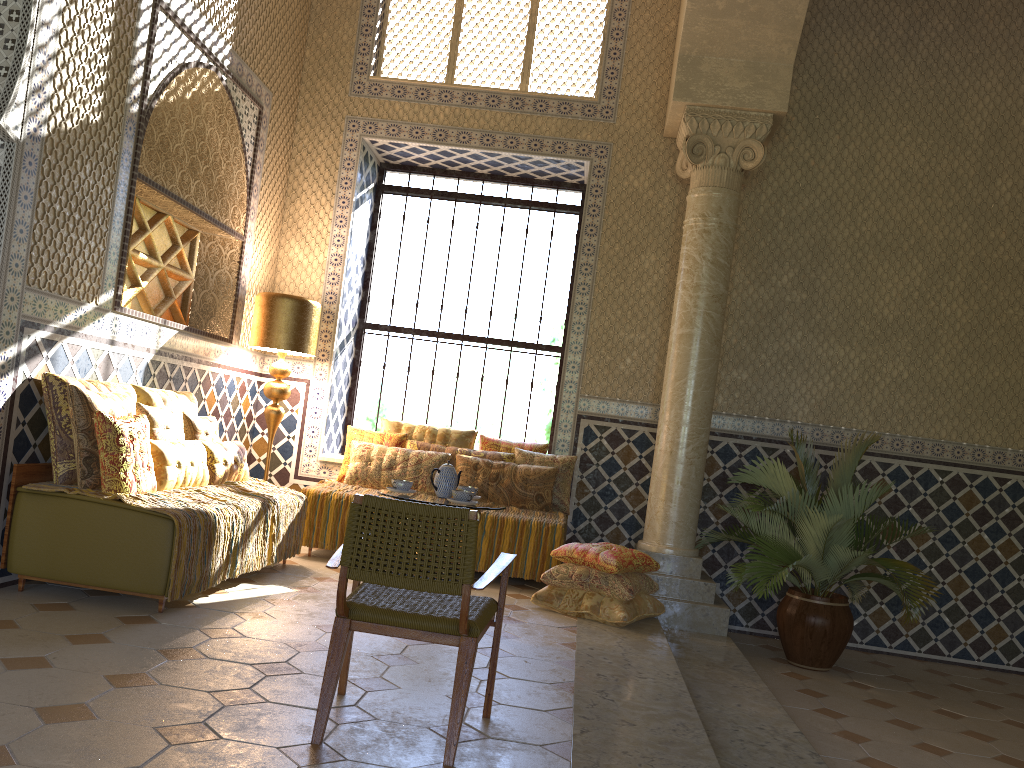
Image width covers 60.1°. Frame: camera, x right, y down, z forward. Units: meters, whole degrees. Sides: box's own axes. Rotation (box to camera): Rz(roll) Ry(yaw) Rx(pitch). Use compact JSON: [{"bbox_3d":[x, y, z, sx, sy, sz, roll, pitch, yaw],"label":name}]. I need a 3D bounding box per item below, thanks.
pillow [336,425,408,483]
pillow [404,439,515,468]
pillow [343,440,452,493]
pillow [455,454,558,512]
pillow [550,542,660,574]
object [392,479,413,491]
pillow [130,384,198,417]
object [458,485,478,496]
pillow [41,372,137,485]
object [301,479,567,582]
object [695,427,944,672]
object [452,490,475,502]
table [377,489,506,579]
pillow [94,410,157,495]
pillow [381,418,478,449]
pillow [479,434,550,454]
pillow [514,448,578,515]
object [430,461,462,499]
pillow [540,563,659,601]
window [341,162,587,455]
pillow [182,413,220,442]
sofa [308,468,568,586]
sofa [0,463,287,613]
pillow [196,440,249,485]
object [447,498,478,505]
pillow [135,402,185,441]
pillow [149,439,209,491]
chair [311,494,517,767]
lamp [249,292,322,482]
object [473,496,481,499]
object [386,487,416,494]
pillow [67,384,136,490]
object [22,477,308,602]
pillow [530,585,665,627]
[{"bbox_3d":[-1.640,0.871,10.373,0.740,0.693,0.341,7,-1,5],"label":"pillow"},{"bbox_3d":[-0.649,1.026,10.268,1.340,0.615,0.371,7,-1,5],"label":"pillow"},{"bbox_3d":[-1.313,0.985,10.104,1.191,0.546,0.329,7,-1,5],"label":"pillow"},{"bbox_3d":[-0.103,1.139,10.002,1.191,0.546,0.329,7,-1,5],"label":"pillow"},{"bbox_3d":[0.904,1.693,8.540,0.801,0.310,0.751,5,-4,39],"label":"pillow"},{"bbox_3d":[-0.936,0.870,7.519,0.184,0.100,0.183,8,-3,-14],"label":"object"},{"bbox_3d":[-3.207,0.463,8.272,0.422,0.831,1.195,7,-2,5],"label":"pillow"},{"bbox_3d":[-0.395,0.959,7.827,0.184,0.100,0.183,8,-3,-6],"label":"object"},{"bbox_3d":[-3.306,0.380,7.080,0.422,0.831,1.195,7,-2,5],"label":"pillow"},{"bbox_3d":[-0.855,1.604,9.968,2.884,0.717,1.317,7,-3,5],"label":"object"},{"bbox_3d":[3.317,1.682,9.097,2.644,2.501,2.164,8,-2,-8],"label":"object"},{"bbox_3d":[-0.399,0.921,7.190,0.183,0.100,0.184,7,-3,1],"label":"object"},{"bbox_3d":[-0.655,1.452,7.487,1.097,0.980,1.105,6,-2,35],"label":"table"},{"bbox_3d":[-2.897,0.548,6.676,0.344,0.651,0.686,7,-2,5],"label":"pillow"},{"bbox_3d":[-1.057,0.881,10.544,1.191,0.832,0.423,7,-1,5],"label":"pillow"},{"bbox_3d":[-0.033,1.044,10.515,0.855,0.800,0.394,7,-1,5],"label":"pillow"},{"bbox_3d":[0.344,1.123,10.205,0.740,0.693,0.341,7,-1,5],"label":"pillow"},{"bbox_3d":[-0.563,0.811,7.528,0.273,0.323,0.199,8,-1,-6],"label":"object"},{"bbox_3d":[0.861,1.898,8.549,0.929,0.347,0.884,6,-3,25],"label":"pillow"},{"bbox_3d":[-3.446,-1.179,11.639,8.482,3.989,0.574,7,0,1],"label":"window"},{"bbox_3d":[-2.936,0.612,8.375,0.313,0.637,0.683,7,-2,6],"label":"pillow"},{"bbox_3d":[-0.812,1.622,10.027,2.847,0.937,1.276,7,-2,5],"label":"sofa"},{"bbox_3d":[-2.865,1.211,7.653,1.272,0.936,2.856,7,-3,5],"label":"sofa"},{"bbox_3d":[-2.744,0.767,8.404,0.271,0.450,0.984,7,-3,5],"label":"pillow"},{"bbox_3d":[-0.405,0.959,7.190,0.255,0.032,0.256,7,-3,1],"label":"object"},{"bbox_3d":[-2.999,0.527,7.575,0.340,0.693,0.742,7,-2,6],"label":"pillow"},{"bbox_3d":[-2.821,0.702,7.471,0.271,0.450,0.984,7,-3,5],"label":"pillow"},{"bbox_3d":[-0.516,1.188,4.645,0.950,1.209,0.908,7,-1,5],"label":"chair"},{"bbox_3d":[-2.722,0.409,10.102,0.739,2.813,0.735,8,0,-26],"label":"lamp"},{"bbox_3d":[-0.400,0.997,7.827,0.256,0.032,0.255,8,-3,-16],"label":"object"},{"bbox_3d":[-0.941,0.907,7.519,0.256,0.032,0.255,8,-3,-16],"label":"object"},{"bbox_3d":[-3.132,0.431,6.841,0.383,0.780,0.835,7,-2,6],"label":"pillow"},{"bbox_3d":[-2.805,1.209,7.636,1.313,0.717,2.892,7,-3,5],"label":"object"},{"bbox_3d":[0.854,2.101,8.556,0.988,0.368,1.047,6,-3,30],"label":"pillow"}]
